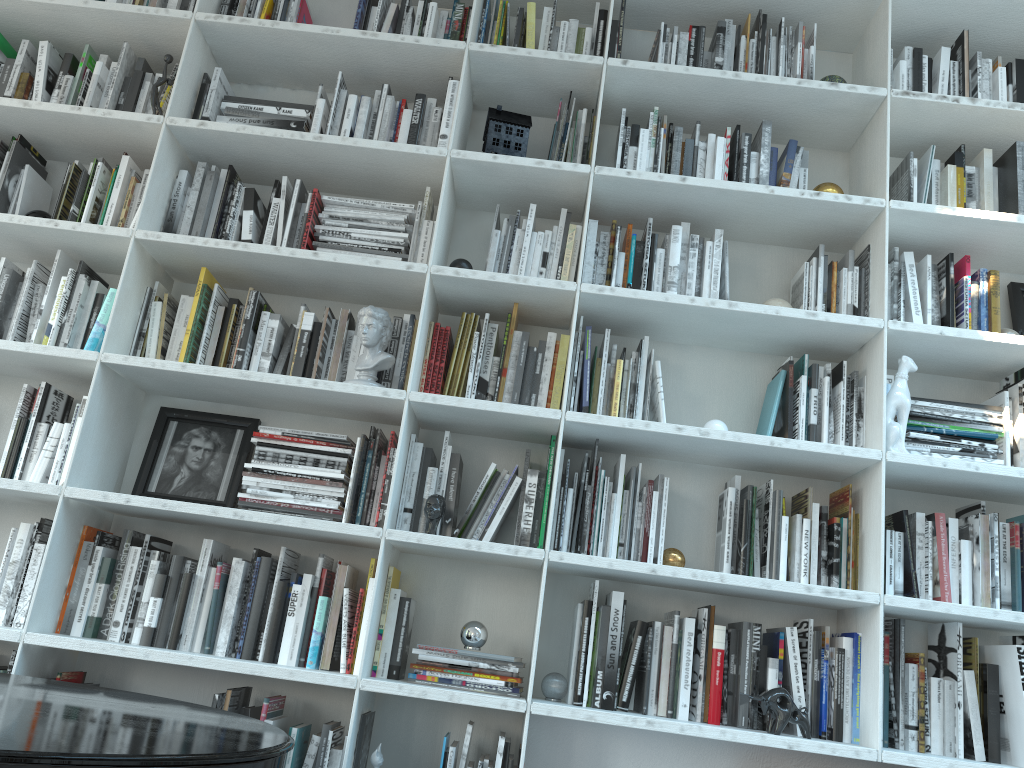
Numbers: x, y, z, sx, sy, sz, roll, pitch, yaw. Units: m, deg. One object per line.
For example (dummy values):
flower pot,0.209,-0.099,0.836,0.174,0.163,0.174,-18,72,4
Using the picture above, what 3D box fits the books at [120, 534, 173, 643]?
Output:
books,-0.991,0.559,2.410,0.013,0.281,0.167,7,-16,2

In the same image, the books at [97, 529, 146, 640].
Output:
books,-1.061,0.554,2.440,0.027,0.289,0.141,7,-16,2

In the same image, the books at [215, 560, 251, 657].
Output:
books,-0.732,0.609,2.395,0.026,0.244,0.192,7,-16,2

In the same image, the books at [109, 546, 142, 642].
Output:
books,-1.013,0.575,2.409,0.027,0.245,0.180,7,-16,2

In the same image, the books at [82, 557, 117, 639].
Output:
books,-1.091,0.585,2.413,0.024,0.207,0.170,7,-16,2

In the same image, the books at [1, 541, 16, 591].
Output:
books,-1.349,0.548,2.437,0.015,0.224,0.148,7,-16,2

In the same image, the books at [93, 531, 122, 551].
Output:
books,-1.131,0.548,2.422,0.011,0.274,0.146,7,-16,2

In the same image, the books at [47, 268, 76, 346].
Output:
books,-1.292,-0.180,2.618,0.012,0.264,0.193,7,-16,2

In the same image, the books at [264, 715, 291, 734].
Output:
books,-0.612,0.967,2.228,0.021,0.243,0.180,7,-16,2

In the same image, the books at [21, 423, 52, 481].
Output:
books,-1.327,0.218,2.531,0.030,0.182,0.155,7,-16,2

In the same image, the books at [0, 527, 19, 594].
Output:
books,-1.361,0.531,2.433,0.012,0.253,0.161,7,-16,2

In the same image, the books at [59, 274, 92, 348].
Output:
books,-1.263,-0.171,2.625,0.023,0.259,0.171,7,-16,2

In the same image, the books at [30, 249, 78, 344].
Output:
books,-1.351,-0.214,2.643,0.010,0.328,0.174,7,-16,2

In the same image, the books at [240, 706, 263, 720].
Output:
books,-0.669,0.961,2.261,0.066,0.260,0.133,7,-16,2

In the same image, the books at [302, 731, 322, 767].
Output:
books,-0.517,1.000,2.252,0.053,0.219,0.132,7,-16,2

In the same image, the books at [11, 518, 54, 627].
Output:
books,-1.294,0.521,2.436,0.014,0.290,0.132,7,-16,2

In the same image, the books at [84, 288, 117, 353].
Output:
books,-1.177,-0.145,2.615,0.060,0.227,0.179,7,-16,2

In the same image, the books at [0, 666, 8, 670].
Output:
books,-1.398,0.873,2.306,0.011,0.265,0.191,7,-16,2

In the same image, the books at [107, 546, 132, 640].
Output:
books,-1.038,0.576,2.427,0.024,0.247,0.132,7,-16,2

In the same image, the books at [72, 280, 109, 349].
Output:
books,-1.241,-0.161,2.644,0.022,0.255,0.152,7,-16,2

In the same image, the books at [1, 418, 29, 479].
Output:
books,-1.377,0.206,2.519,0.025,0.185,0.154,7,-16,2

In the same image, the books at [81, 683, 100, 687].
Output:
books,-1.121,0.894,2.240,0.021,0.259,0.169,7,-16,2

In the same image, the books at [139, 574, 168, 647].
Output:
books,-0.933,0.612,2.386,0.029,0.183,0.175,7,-16,2

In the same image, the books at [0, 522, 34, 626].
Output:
books,-1.325,0.525,2.424,0.027,0.268,0.159,7,-16,2

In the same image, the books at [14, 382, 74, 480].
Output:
books,-1.340,0.159,2.542,0.012,0.297,0.166,7,-16,2

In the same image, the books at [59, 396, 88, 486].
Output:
books,-1.201,0.188,2.525,0.027,0.268,0.179,7,-16,2

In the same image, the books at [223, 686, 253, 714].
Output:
books,-0.719,0.926,2.240,0.013,0.302,0.182,7,-16,2

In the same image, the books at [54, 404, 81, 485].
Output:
books,-1.222,0.195,2.516,0.012,0.244,0.171,7,-16,2

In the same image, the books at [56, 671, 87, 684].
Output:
books,-1.157,0.881,2.258,0.012,0.284,0.138,7,-16,2

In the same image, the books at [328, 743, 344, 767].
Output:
books,-0.446,1.016,2.231,0.027,0.196,0.147,7,-16,2

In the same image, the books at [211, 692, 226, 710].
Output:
books,-0.757,0.934,2.252,0.012,0.284,0.160,7,-16,2

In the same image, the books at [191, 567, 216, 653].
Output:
books,-0.813,0.617,2.413,0.025,0.220,0.140,7,-16,2

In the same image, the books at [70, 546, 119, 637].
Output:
books,-1.115,0.566,2.406,0.027,0.233,0.168,7,-16,2

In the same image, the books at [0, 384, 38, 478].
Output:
books,-1.389,0.158,2.538,0.012,0.284,0.160,7,-16,2

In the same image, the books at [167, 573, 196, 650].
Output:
books,-0.865,0.616,2.390,0.023,0.196,0.165,7,-16,2

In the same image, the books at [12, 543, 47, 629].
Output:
books,-1.277,0.555,2.417,0.029,0.220,0.153,7,-16,2

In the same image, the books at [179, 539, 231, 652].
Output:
books,-0.834,0.577,2.415,0.026,0.290,0.152,7,-16,2

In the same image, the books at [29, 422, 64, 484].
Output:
books,-1.284,0.216,2.516,0.057,0.188,0.156,7,-16,2

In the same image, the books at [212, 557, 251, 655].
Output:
books,-0.757,0.610,2.423,0.025,0.254,0.136,7,-16,2

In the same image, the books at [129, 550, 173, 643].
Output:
books,-0.977,0.585,2.422,0.021,0.243,0.142,7,-16,2

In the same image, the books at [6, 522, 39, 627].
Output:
books,-1.306,0.528,2.438,0.010,0.276,0.156,7,-16,2

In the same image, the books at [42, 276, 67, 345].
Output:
books,-1.313,-0.171,2.626,0.028,0.246,0.170,7,-16,2

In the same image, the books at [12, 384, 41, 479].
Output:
books,-1.352,0.161,2.544,0.011,0.290,0.156,7,-16,2

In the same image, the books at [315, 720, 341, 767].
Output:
books,-0.478,0.988,2.244,0.022,0.248,0.130,7,-16,2

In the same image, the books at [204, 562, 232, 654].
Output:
books,-0.786,0.610,2.407,0.031,0.236,0.159,7,-16,2

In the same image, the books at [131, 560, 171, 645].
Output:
books,-0.956,0.594,2.396,0.023,0.216,0.175,7,-16,2

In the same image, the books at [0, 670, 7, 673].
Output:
books,-1.317,0.884,2.310,0.013,0.267,0.184,7,-16,2

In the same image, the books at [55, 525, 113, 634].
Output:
books,-1.171,0.541,2.435,0.012,0.284,0.160,7,-16,2

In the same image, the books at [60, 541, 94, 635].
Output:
books,-1.153,0.562,2.426,0.029,0.243,0.154,7,-16,2

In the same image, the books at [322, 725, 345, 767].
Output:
books,-0.462,0.993,2.235,0.010,0.238,0.168,7,-16,2

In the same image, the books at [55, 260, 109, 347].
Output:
books,-1.278,-0.193,2.631,0.011,0.300,0.179,7,-16,2

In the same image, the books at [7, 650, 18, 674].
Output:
books,-1.301,0.863,2.325,0.013,0.319,0.174,7,-16,2

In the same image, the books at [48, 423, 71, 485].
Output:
books,-1.244,0.223,2.519,0.024,0.187,0.173,7,-16,2

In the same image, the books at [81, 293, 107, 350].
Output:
books,-1.220,-0.140,2.638,0.026,0.218,0.150,7,-16,2

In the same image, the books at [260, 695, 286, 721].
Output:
books,-0.627,0.943,2.239,0.015,0.292,0.170,7,-16,2

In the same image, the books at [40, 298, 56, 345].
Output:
books,-1.342,-0.141,2.637,0.025,0.188,0.140,7,-16,2

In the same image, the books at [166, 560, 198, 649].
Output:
books,-0.880,0.601,2.407,0.013,0.229,0.139,7,-16,2

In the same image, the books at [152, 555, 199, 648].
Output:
books,-0.901,0.592,2.400,0.029,0.237,0.166,7,-16,2

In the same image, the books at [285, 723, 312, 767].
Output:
books,-0.555,0.984,2.238,0.024,0.232,0.146,7,-16,2
